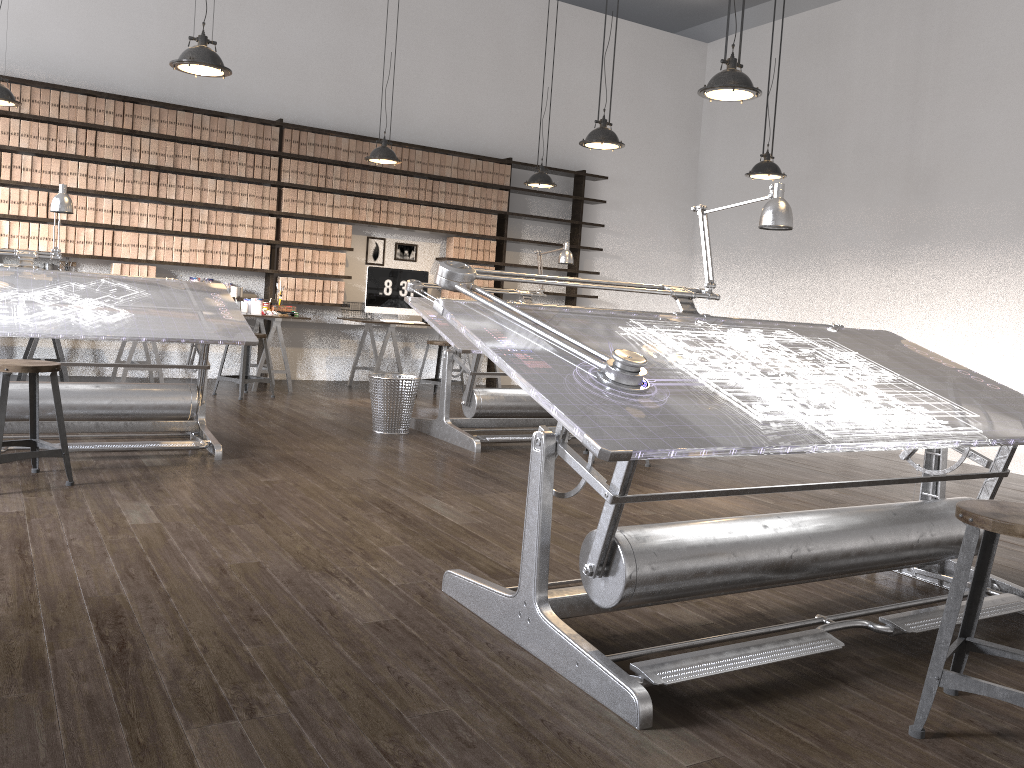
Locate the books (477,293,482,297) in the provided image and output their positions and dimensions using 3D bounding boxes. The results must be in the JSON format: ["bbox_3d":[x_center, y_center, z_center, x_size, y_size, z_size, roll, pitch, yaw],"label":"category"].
[{"bbox_3d":[-0.393,-0.871,9.462,0.066,0.225,0.175,3,4,-31],"label":"books"}]

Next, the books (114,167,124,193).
[{"bbox_3d":[-3.379,-1.740,7.602,0.066,0.225,0.175,3,4,-31],"label":"books"}]

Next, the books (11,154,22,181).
[{"bbox_3d":[-4.038,-1.751,7.215,0.066,0.225,0.175,3,4,-31],"label":"books"}]

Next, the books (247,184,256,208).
[{"bbox_3d":[-2.423,-1.724,8.174,0.066,0.225,0.175,3,4,-31],"label":"books"}]

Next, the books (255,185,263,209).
[{"bbox_3d":[-2.366,-1.723,8.208,0.067,0.225,0.175,3,4,-31],"label":"books"}]

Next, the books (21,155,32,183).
[{"bbox_3d":[-3.975,-1.750,7.248,0.066,0.225,0.175,3,4,-31],"label":"books"}]

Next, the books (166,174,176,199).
[{"bbox_3d":[-3.019,-1.734,7.820,0.066,0.225,0.175,3,4,-31],"label":"books"}]

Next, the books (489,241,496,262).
[{"bbox_3d":[-0.245,-1.418,9.504,0.066,0.225,0.175,3,4,-31],"label":"books"}]

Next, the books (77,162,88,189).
[{"bbox_3d":[-3.622,-1.744,7.458,0.067,0.225,0.175,3,4,-31],"label":"books"}]

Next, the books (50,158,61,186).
[{"bbox_3d":[-3.794,-1.747,7.354,0.067,0.225,0.175,3,4,-31],"label":"books"}]

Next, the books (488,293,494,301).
[{"bbox_3d":[-0.275,-0.868,9.527,0.067,0.225,0.175,3,4,-31],"label":"books"}]

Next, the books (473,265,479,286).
[{"bbox_3d":[-0.428,-1.147,9.412,0.066,0.225,0.175,3,4,-31],"label":"books"}]

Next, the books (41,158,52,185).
[{"bbox_3d":[-3.855,-1.748,7.324,0.066,0.225,0.175,3,4,-31],"label":"books"}]

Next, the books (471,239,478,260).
[{"bbox_3d":[-0.440,-1.422,9.391,0.066,0.225,0.175,3,4,-31],"label":"books"}]

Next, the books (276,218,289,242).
[{"bbox_3d":[-2.166,-1.451,8.358,0.066,0.225,0.175,3,4,-31],"label":"books"}]

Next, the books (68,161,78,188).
[{"bbox_3d":[-3.685,-1.745,7.423,0.066,0.225,0.175,3,4,-31],"label":"books"}]

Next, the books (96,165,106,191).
[{"bbox_3d":[-3.505,-1.743,7.535,0.066,0.225,0.175,3,4,-31],"label":"books"}]

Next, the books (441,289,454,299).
[{"bbox_3d":[-0.679,-0.876,9.291,0.066,0.225,0.175,3,4,-31],"label":"books"}]

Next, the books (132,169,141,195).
[{"bbox_3d":[-3.265,-1.738,7.675,0.066,0.225,0.175,3,4,-31],"label":"books"}]

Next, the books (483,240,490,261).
[{"bbox_3d":[-0.312,-1.420,9.468,0.066,0.225,0.175,3,4,-31],"label":"books"}]

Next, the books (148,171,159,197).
[{"bbox_3d":[-3.144,-1.736,7.744,0.067,0.225,0.175,3,4,-31],"label":"books"}]

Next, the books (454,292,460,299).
[{"bbox_3d":[-0.619,-0.874,9.321,0.067,0.225,0.175,3,4,-31],"label":"books"}]

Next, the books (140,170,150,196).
[{"bbox_3d":[-3.210,-1.738,7.711,0.066,0.225,0.175,3,4,-31],"label":"books"}]

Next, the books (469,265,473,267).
[{"bbox_3d":[-0.492,-1.149,9.378,0.066,0.225,0.175,3,4,-31],"label":"books"}]

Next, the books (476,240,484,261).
[{"bbox_3d":[-0.372,-1.420,9.425,0.067,0.225,0.175,3,4,-31],"label":"books"}]

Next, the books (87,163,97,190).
[{"bbox_3d":[-3.563,-1.743,7.498,0.066,0.225,0.175,3,4,-31],"label":"books"}]

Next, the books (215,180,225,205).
[{"bbox_3d":[-2.666,-1.728,8.030,0.067,0.225,0.175,3,4,-31],"label":"books"}]

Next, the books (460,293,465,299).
[{"bbox_3d":[-0.564,-0.874,9.359,0.066,0.225,0.175,3,4,-31],"label":"books"}]

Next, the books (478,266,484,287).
[{"bbox_3d":[-0.371,-1.146,9.446,0.067,0.225,0.175,3,4,-31],"label":"books"}]

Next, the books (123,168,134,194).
[{"bbox_3d":[-3.317,-1.739,7.639,0.067,0.225,0.175,3,4,-31],"label":"books"}]

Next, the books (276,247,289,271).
[{"bbox_3d":[-2.171,-1.177,8.377,0.066,0.225,0.175,3,4,-31],"label":"books"}]

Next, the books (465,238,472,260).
[{"bbox_3d":[-0.498,-1.422,9.351,0.066,0.225,0.175,3,4,-31],"label":"books"}]

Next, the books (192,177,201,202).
[{"bbox_3d":[-2.839,-1.731,7.926,0.067,0.225,0.175,3,4,-31],"label":"books"}]

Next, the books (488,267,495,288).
[{"bbox_3d":[-0.260,-1.145,9.519,0.066,0.225,0.175,3,4,-31],"label":"books"}]

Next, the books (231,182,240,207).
[{"bbox_3d":[-2.549,-1.727,8.107,0.066,0.225,0.175,3,4,-31],"label":"books"}]

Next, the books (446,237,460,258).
[{"bbox_3d":[-0.622,-1.425,9.281,0.066,0.225,0.175,3,4,-31],"label":"books"}]

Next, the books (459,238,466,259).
[{"bbox_3d":[-0.561,-1.424,9.318,0.066,0.225,0.175,3,4,-31],"label":"books"}]

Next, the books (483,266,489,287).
[{"bbox_3d":[-0.319,-1.146,9.482,0.066,0.225,0.175,3,4,-31],"label":"books"}]

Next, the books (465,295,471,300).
[{"bbox_3d":[-0.509,-0.873,9.390,0.066,0.225,0.175,3,4,-31],"label":"books"}]

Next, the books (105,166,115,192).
[{"bbox_3d":[-3.443,-1.741,7.568,0.066,0.225,0.175,3,4,-31],"label":"books"}]

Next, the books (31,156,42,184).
[{"bbox_3d":[-3.916,-1.749,7.288,0.066,0.225,0.175,3,4,-31],"label":"books"}]

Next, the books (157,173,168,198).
[{"bbox_3d":[-3.082,-1.736,7.787,0.066,0.225,0.175,3,4,-31],"label":"books"}]

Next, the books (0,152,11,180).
[{"bbox_3d":[-4.100,-1.752,7.172,0.067,0.225,0.175,3,4,-31],"label":"books"}]

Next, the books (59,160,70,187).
[{"bbox_3d":[-3.740,-1.746,7.392,0.066,0.225,0.175,3,4,-31],"label":"books"}]

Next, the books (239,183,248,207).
[{"bbox_3d":[-2.487,-1.725,8.140,0.066,0.225,0.175,3,4,-31],"label":"books"}]

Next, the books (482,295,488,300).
[{"bbox_3d":[-0.334,-0.870,9.499,0.066,0.225,0.175,3,4,-31],"label":"books"}]

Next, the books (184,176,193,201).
[{"bbox_3d":[-2.899,-1.733,7.896,0.066,0.225,0.175,3,4,-31],"label":"books"}]

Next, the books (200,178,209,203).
[{"bbox_3d":[-2.784,-1.731,7.964,0.066,0.225,0.175,3,4,-31],"label":"books"}]

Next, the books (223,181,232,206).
[{"bbox_3d":[-2.608,-1.728,8.070,0.066,0.225,0.175,3,4,-31],"label":"books"}]

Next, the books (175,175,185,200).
[{"bbox_3d":[-2.960,-1.734,7.860,0.066,0.225,0.175,3,4,-31],"label":"books"}]

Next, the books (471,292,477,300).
[{"bbox_3d":[-0.451,-0.872,9.422,0.067,0.225,0.175,3,4,-31],"label":"books"}]

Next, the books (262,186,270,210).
[{"bbox_3d":[-2.314,-1.723,8.244,0.066,0.225,0.175,3,4,-31],"label":"books"}]
